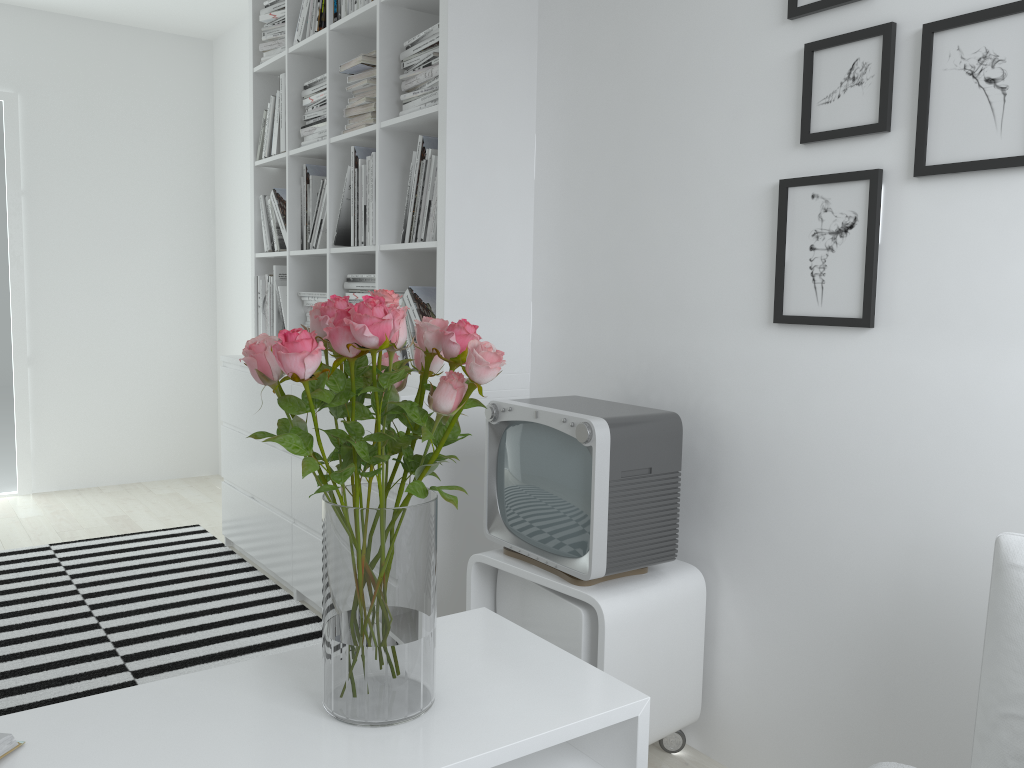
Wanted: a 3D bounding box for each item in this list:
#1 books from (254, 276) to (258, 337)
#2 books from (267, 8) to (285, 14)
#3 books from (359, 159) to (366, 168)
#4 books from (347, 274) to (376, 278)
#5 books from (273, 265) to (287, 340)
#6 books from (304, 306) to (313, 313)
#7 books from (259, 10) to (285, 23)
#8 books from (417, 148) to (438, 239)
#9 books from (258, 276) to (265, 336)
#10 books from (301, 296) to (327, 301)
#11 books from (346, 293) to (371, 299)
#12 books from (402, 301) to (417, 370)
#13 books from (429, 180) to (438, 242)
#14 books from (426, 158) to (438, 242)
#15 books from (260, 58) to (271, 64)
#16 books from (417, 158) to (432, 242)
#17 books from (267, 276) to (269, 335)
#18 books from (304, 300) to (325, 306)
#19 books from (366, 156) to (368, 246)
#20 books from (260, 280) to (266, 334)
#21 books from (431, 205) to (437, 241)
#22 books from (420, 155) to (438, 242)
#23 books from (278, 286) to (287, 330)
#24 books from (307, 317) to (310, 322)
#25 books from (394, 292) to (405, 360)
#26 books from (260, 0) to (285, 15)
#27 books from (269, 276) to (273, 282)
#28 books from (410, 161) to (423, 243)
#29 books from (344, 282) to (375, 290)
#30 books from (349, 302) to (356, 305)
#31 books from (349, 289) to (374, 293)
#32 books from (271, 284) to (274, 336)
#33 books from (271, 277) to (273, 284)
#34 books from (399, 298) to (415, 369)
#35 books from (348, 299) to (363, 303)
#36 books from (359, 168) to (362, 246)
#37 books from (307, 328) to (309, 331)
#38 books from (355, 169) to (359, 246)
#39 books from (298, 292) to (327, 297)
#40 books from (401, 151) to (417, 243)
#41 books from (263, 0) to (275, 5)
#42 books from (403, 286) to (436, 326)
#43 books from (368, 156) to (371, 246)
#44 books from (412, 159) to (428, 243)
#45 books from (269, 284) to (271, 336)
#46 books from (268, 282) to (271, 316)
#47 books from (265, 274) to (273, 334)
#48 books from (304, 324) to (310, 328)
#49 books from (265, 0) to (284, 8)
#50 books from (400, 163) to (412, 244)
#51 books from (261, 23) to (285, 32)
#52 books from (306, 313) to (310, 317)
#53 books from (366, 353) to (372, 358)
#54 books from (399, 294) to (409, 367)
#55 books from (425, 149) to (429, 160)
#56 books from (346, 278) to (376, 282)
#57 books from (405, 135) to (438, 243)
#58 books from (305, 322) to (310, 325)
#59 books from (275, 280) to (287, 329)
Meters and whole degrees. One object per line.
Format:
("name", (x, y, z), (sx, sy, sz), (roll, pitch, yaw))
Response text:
("books", (-1.010, -0.314, 3.786), (0.182, 0.288, 0.016), (-3, 7, -35))
("books", (-0.854, -1.482, 3.561), (0.254, 0.013, 0.161), (6, 8, 39))
("books", (-0.440, -0.603, 2.979), (0.159, 0.285, 0.012), (-3, 7, -35))
("books", (-0.438, -0.368, 3.047), (0.161, 0.012, 0.254), (-3, 7, -35))
("books", (-0.892, -0.318, 3.642), (0.176, 0.331, 0.025), (-3, 7, -35))
("books", (-0.656, -0.283, 3.398), (0.180, 0.028, 0.296), (-3, 7, -35))
("books", (-0.852, -1.463, 3.552), (0.273, 0.021, 0.174), (5, 7, 34))
("books", (-0.200, -0.564, 2.705), (0.159, 0.278, 0.085), (-3, 7, -35))
("books", (-0.992, -0.313, 3.780), (0.182, 0.288, 0.016), (-3, 7, -35))
("books", (-0.658, -0.323, 3.368), (0.182, 0.016, 0.288), (-3, 7, -35))
("books", (-0.433, -0.300, 3.046), (0.174, 0.021, 0.273), (-3, 7, -35))
("books", (-0.244, -0.150, 2.733), (0.161, 0.213, 0.118), (-3, 7, -35))
("books", (-0.147, -0.565, 2.657), (0.180, 0.293, 0.103), (-3, 7, -35))
("books", (-0.160, -0.562, 2.677), (0.182, 0.282, 0.090), (-3, 7, -35))
("books", (-0.855, -1.293, 3.560), (0.288, 0.016, 0.182), (7, 8, 44))
("books", (-0.200, -0.548, 2.696), (0.161, 0.248, 0.077), (-3, 7, -35))
("books", (-0.940, -0.307, 3.737), (0.182, 0.288, 0.016), (-3, 7, -35))
("books", (-0.657, -0.304, 3.369), (0.174, 0.021, 0.273), (-3, 7, -35))
("books", (-0.401, -0.601, 2.953), (0.182, 0.288, 0.016), (-3, 7, -35))
("books", (-0.981, -0.304, 3.766), (0.174, 0.273, 0.021), (-3, 7, -35))
("books", (-0.135, -0.554, 2.594), (0.182, 0.282, 0.090), (-3, 7, -35))
("books", (-0.184, -0.551, 2.687), (0.167, 0.258, 0.085), (-3, 7, -35))
("books", (-0.842, -0.274, 3.564), (0.161, 0.235, 0.118), (-3, 7, -35))
("books", (-0.649, -0.241, 3.368), (0.167, 0.017, 0.263), (-3, 7, -35))
("books", (-0.302, -0.171, 2.812), (0.172, 0.235, 0.112), (-3, 7, -35))
("books", (-0.845, -1.499, 3.551), (0.331, 0.025, 0.176), (7, 8, 44))
("books", (-0.931, -0.306, 3.724), (0.182, 0.288, 0.016), (-3, 7, -35))
("books", (-0.226, -0.554, 2.745), (0.161, 0.248, 0.078), (-3, 7, -35))
("books", (-0.426, -0.335, 3.043), (0.176, 0.025, 0.331), (-3, 7, -35))
("books", (-0.426, -0.271, 3.047), (0.159, 0.012, 0.285), (-3, 7, -35))
("books", (-0.434, -0.318, 3.055), (0.161, 0.013, 0.254), (-3, 7, -35))
("books", (-0.919, -0.283, 3.666), (0.161, 0.256, 0.013), (-3, 7, -35))
("books", (-0.918, -0.299, 3.679), (0.159, 0.285, 0.012), (-3, 7, -35))
("books", (-0.262, -0.157, 2.767), (0.161, 0.218, 0.101), (-3, 7, -35))
("books", (-0.445, -0.285, 3.059), (0.161, 0.013, 0.256), (-3, 7, -35))
("books", (-0.438, -0.586, 2.968), (0.161, 0.254, 0.012), (-3, 7, -35))
("books", (-0.656, -0.201, 3.363), (0.161, 0.013, 0.256), (-3, 7, -35))
("books", (-0.454, -0.589, 2.986), (0.161, 0.256, 0.013), (-3, 7, -35))
("books", (-0.669, -0.339, 3.365), (0.182, 0.016, 0.288), (-3, 7, -35))
("books", (-0.254, -0.573, 2.765), (0.159, 0.278, 0.085), (-3, 7, -35))
("books", (-0.858, -1.532, 3.552), (0.254, 0.012, 0.161), (7, 8, 44))
("books", (-0.201, -0.165, 2.678), (0.176, 0.255, 0.226), (-3, 7, -35))
("books", (-0.392, -0.599, 2.940), (0.182, 0.288, 0.016), (-3, 7, -35))
("books", (-0.217, -0.551, 2.715), (0.161, 0.249, 0.078), (-3, 7, -35))
("books", (-0.931, -0.285, 3.687), (0.161, 0.254, 0.012), (-3, 7, -35))
("books", (-0.933, -0.291, 3.704), (0.167, 0.263, 0.017), (-3, 7, -35))
("books", (-0.954, -0.313, 3.755), (0.180, 0.296, 0.028), (-3, 7, -35))
("books", (-0.661, -0.216, 3.384), (0.159, 0.012, 0.285), (-3, 7, -35))
("books", (-0.850, -1.517, 3.539), (0.159, 0.012, 0.285), (-4, 8, -40))
("books", (-0.262, -0.558, 2.784), (0.161, 0.248, 0.077), (-3, 7, -35))
("books", (-0.857, -1.423, 3.559), (0.254, 0.012, 0.161), (5, 7, 34))
("books", (-0.642, -0.259, 3.381), (0.182, 0.016, 0.288), (-3, 7, -35))
("books", (-0.413, -0.106, 3.093), (0.232, 0.014, 0.308), (-3, 8, -38))
("books", (-0.282, -0.166, 2.788), (0.152, 0.232, 0.104), (-3, 7, -35))
("books", (-0.203, -0.569, 2.737), (0.182, 0.282, 0.090), (-3, 7, -35))
("books", (-0.432, -0.354, 3.033), (0.159, 0.012, 0.285), (-3, 7, -35))
("books", (-0.231, -0.592, 2.748), (0.176, 0.325, 0.109), (-3, 7, -35))
("books", (-0.660, -0.226, 3.370), (0.161, 0.012, 0.254), (-3, 7, -35))
("books", (-0.856, -0.284, 3.576), (0.159, 0.263, 0.131), (-3, 7, -35))
